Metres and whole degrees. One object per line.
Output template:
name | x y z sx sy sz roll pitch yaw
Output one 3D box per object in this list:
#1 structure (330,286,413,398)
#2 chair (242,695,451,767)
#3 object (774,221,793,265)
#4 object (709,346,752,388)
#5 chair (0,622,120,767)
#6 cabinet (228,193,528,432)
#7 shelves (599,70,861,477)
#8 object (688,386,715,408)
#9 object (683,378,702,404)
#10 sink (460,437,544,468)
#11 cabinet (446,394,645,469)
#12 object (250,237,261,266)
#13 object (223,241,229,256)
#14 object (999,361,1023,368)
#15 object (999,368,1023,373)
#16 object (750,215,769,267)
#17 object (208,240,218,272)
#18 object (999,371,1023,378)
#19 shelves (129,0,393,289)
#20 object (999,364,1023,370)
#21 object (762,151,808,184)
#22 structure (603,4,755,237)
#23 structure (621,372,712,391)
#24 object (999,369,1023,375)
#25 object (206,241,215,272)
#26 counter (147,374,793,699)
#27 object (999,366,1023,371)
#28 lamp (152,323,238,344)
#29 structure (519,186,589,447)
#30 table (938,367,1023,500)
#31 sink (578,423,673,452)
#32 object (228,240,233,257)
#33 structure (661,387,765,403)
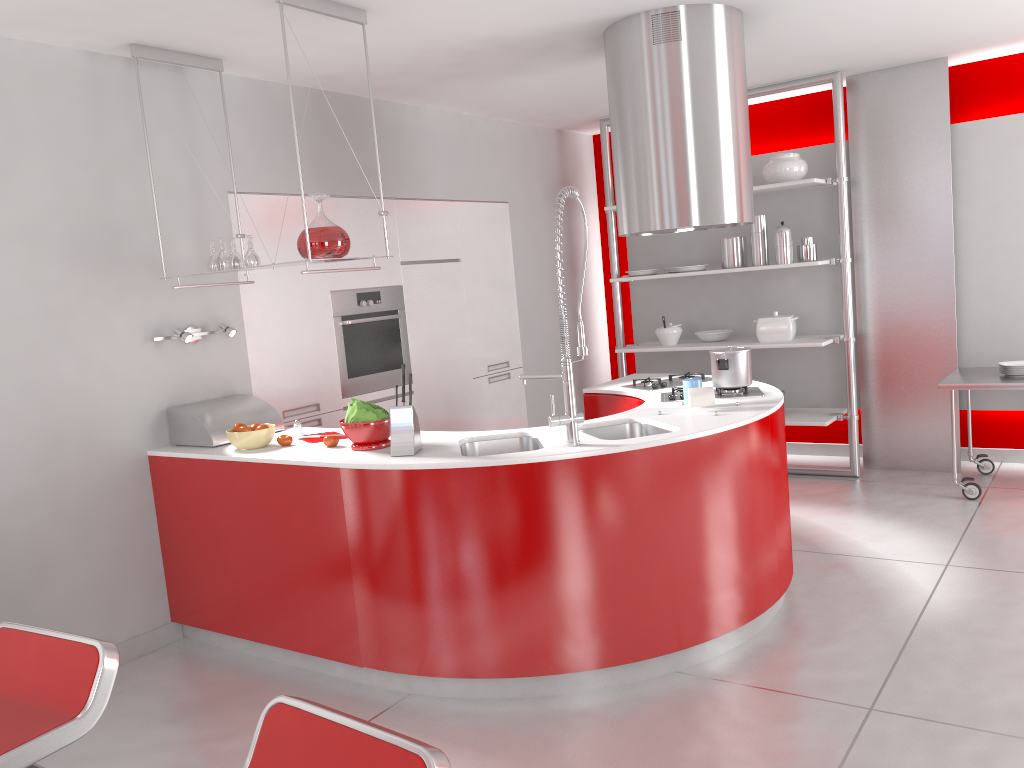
structure | -0.788 -0.256 5.120 0.050 0.589 0.599 -1 8 35
chair | -0.332 0.954 1.230 0.418 0.857 0.460 0 9 40
object | 1.759 -0.915 5.744 0.115 0.274 0.115 -2 7 28
object | 1.002 -0.083 4.053 0.189 0.185 0.218 -5 7 -3
chair | -1.016 0.959 1.712 0.418 0.857 0.460 -1 8 30
cabinet | -0.860 -0.095 5.567 0.614 2.026 2.398 -1 8 35
shelves | 1.468 -0.666 6.173 1.735 2.599 0.535 -1 8 35
object | 0.779 0.052 3.658 0.100 0.080 0.109 -5 7 5
object | 0.771 0.029 3.786 0.080 0.100 0.109 -4 7 8
sink | -0.032 0.329 3.360 0.326 0.172 0.428 -6 7 -4
cabinet | -0.237 0.562 4.135 1.875 0.761 1.025 -6 7 -10
object | -1.129 -0.565 3.857 0.060 0.141 0.060 -1 8 35
object | -1.274 -0.565 3.966 0.060 0.141 0.060 -1 8 35
object | 2.928 -0.110 5.090 0.228 0.020 0.228 -3 7 17
object | 2.931 -0.080 5.094 0.228 0.020 0.228 -3 7 17
object | 1.641 -0.948 5.880 0.109 0.329 0.110 -1 8 33
object | -1.275 -0.546 3.804 0.060 0.141 0.060 -4 7 12
object | 2.933 -0.060 5.096 0.228 0.020 0.228 -3 7 17
shelves | -1.040 -0.946 3.673 0.934 1.023 0.462 -1 8 35
object | 2.929 -0.100 5.091 0.228 0.020 0.228 -3 7 17
object | 1.797 -1.418 5.837 0.287 0.222 0.287 -6 7 -11
structure | 0.795 -1.210 4.218 0.644 0.958 0.644 -5 7 1
structure | 0.831 -0.021 4.611 0.457 0.037 0.303 -8 7 -25
object | 2.932 -0.070 5.095 0.228 0.020 0.228 -3 7 17
object | -1.314 -0.553 3.891 0.060 0.141 0.060 -1 8 35
counter | -0.036 0.598 3.950 2.865 0.880 1.868 -8 7 -21
object | 2.930 -0.090 5.092 0.228 0.020 0.228 -3 7 17
lamp | -1.430 -0.230 4.085 0.155 0.081 0.454 -1 8 35
structure | 0.174 -0.243 3.193 0.308 0.920 0.178 -7 7 -11
table | 3.327 0.278 4.934 1.627 0.682 0.749 0 8 36
sink | 0.445 0.276 3.443 0.326 0.172 0.428 -7 7 -16
object | -1.223 -0.561 3.893 0.060 0.141 0.060 -1 8 35
structure | 0.915 0.032 4.086 0.457 0.037 0.303 -4 7 10
